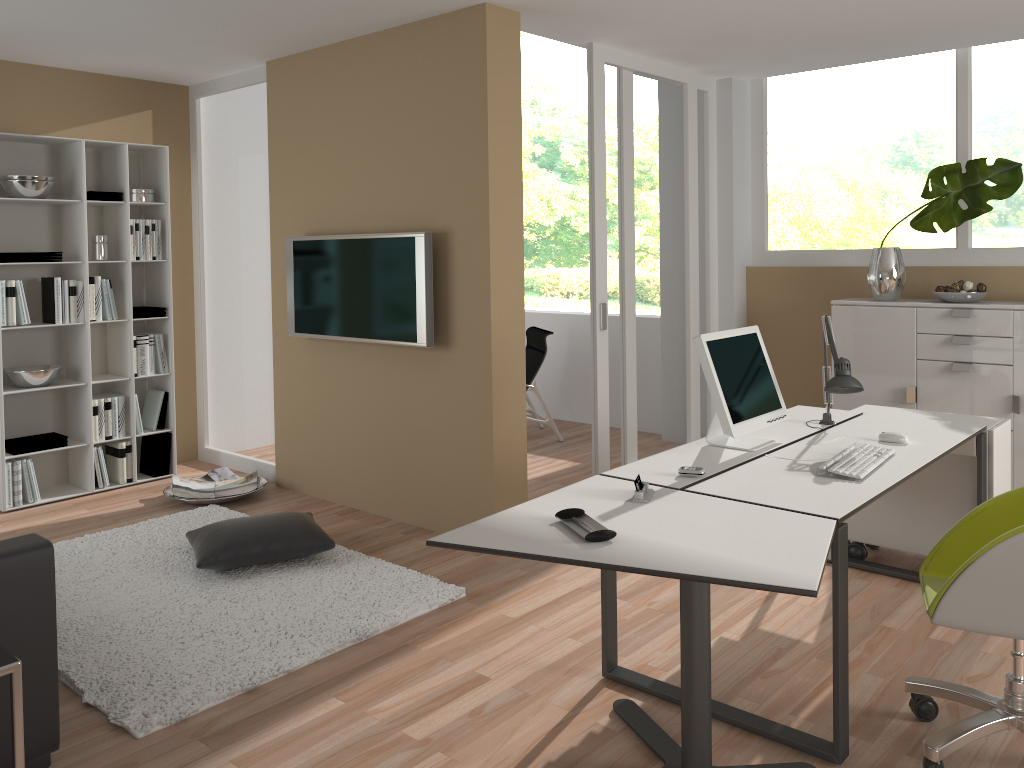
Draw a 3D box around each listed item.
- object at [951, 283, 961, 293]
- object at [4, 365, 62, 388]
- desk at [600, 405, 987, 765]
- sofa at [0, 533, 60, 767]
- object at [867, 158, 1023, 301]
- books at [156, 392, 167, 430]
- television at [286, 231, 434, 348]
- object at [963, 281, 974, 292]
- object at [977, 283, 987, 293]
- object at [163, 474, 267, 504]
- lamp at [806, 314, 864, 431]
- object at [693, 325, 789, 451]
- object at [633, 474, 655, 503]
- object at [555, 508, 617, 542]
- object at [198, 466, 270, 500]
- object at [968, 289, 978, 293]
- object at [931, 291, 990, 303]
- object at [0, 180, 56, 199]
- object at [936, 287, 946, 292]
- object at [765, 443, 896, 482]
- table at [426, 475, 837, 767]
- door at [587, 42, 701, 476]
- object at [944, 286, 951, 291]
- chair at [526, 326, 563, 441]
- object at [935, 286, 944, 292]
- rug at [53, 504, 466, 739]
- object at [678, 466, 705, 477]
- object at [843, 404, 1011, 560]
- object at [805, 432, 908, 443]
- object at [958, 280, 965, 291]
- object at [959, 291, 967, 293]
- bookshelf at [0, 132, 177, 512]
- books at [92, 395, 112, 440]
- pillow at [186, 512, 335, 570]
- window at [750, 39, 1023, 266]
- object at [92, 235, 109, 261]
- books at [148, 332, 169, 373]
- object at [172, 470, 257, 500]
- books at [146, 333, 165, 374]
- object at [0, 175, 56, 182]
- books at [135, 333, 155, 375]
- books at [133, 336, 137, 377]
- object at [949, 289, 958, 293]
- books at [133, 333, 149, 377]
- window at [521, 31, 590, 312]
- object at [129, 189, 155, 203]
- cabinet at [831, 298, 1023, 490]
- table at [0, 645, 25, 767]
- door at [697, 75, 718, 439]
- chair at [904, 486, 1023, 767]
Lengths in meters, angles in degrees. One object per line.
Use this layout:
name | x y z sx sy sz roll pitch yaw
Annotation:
object | 2.611 -0.565 5.173 0.053 0.063 0.055 1 5 26
object | -2.842 -0.041 5.230 0.299 0.106 0.302 0 8 6
desk | 1.123 0.576 3.280 0.807 0.682 1.611 4 9 41
sofa | -2.404 0.619 2.863 2.266 0.830 0.957 6 9 41
object | 2.581 -0.915 5.267 0.860 0.841 0.266 3 4 38
books | -2.340 0.168 5.789 0.211 0.237 0.043 3 4 42
television | -0.853 -0.519 4.758 1.178 0.576 0.054 5 5 41
object | 2.668 -0.569 5.149 0.051 0.066 0.056 -3 5 -25
object | 2.722 -0.553 5.102 0.053 0.068 0.053 -5 6 -41
object | -1.763 0.640 5.243 0.585 0.063 0.591 2 9 16
lamp | 1.263 0.006 3.492 0.140 0.526 0.544 -1 5 6
object | 0.868 0.011 3.335 0.198 0.429 0.469 2 6 41
object | 0.397 0.311 2.649 0.049 0.055 0.131 0 8 16
object | 0.194 0.373 2.340 0.090 0.030 0.217 -4 9 -18
object | -1.749 0.614 5.302 0.500 0.096 0.345 6 11 41
object | 2.680 -0.519 5.114 0.054 0.063 0.057 1 5 19
object | 2.649 -0.516 5.205 0.314 0.063 0.317 0 8 6
object | -2.859 -1.139 5.200 0.299 0.106 0.302 0 8 6
object | 2.553 -0.544 5.238 0.056 0.061 0.055 -1 5 -5
object | 1.081 0.270 3.070 0.388 0.079 0.459 5 10 36
table | 0.397 0.733 2.320 0.928 0.684 0.816 4 7 38
door | 0.862 -0.726 5.517 0.060 2.636 1.193 0 3 41
object | 2.623 -0.562 5.310 0.054 0.064 0.057 -1 5 0
chair | -0.379 0.017 6.701 1.434 0.821 0.698 -3 5 -14
object | 2.574 -0.559 5.288 0.056 0.064 0.053 1 5 20
rug | -1.395 0.871 3.796 2.031 0.045 1.459 7 11 41
object | 0.587 0.286 2.876 0.084 0.021 0.048 2 8 20
object | 1.837 0.480 3.920 0.623 0.672 0.310 3 5 41
object | 1.311 0.223 3.354 0.370 0.079 0.142 2 8 20
object | 2.684 -0.586 5.255 0.053 0.070 0.053 -5 6 -42
object | 2.636 -0.513 5.142 0.055 0.065 0.053 2 5 32
bookshelf | -2.671 -0.422 5.436 0.333 2.132 1.043 1 3 41
books | -2.561 0.207 5.494 0.208 0.257 0.040 3 4 41
pillow | -1.180 0.723 4.099 0.610 0.208 0.586 -4 8 -23
window | 3.102 -1.587 5.187 3.646 1.787 0.045 5 5 41
object | -2.558 -0.844 5.467 0.093 0.161 0.094 -3 4 -34
books | -2.328 -0.206 5.767 0.208 0.258 0.060 3 4 41
object | -1.770 0.610 5.255 0.499 0.096 0.346 -4 9 -19
books | -2.345 -0.203 5.749 0.208 0.258 0.060 3 4 42
object | -2.860 -1.166 5.200 0.299 0.106 0.302 0 8 6
books | -2.383 -0.196 5.712 0.208 0.257 0.040 3 4 41
books | -2.457 -0.180 5.613 0.208 0.257 0.040 3 4 41
object | 2.579 -0.522 5.141 0.052 0.065 0.056 -4 6 -36
books | -2.413 -0.188 5.657 0.208 0.257 0.076 3 4 42
window | 3.239 -2.989 12.345 12.077 5.931 2.088 2 4 24
object | -2.410 -1.212 5.688 0.191 0.089 0.194 -2 7 -7
cabinet | 2.696 0.062 5.178 1.528 1.078 0.418 5 5 41
table | -1.344 0.906 2.122 0.239 0.467 0.228 2 4 41
door | 1.060 -0.776 5.828 0.045 2.636 1.193 0 3 41
chair | 1.423 0.649 2.414 0.598 0.805 0.626 0 4 16
